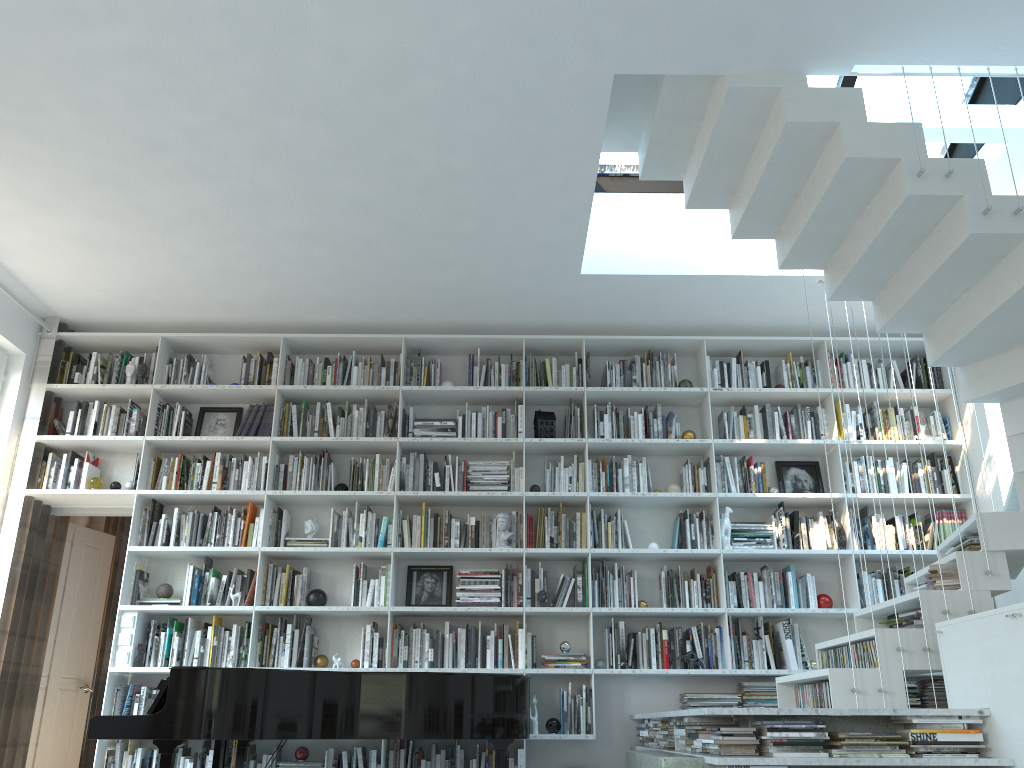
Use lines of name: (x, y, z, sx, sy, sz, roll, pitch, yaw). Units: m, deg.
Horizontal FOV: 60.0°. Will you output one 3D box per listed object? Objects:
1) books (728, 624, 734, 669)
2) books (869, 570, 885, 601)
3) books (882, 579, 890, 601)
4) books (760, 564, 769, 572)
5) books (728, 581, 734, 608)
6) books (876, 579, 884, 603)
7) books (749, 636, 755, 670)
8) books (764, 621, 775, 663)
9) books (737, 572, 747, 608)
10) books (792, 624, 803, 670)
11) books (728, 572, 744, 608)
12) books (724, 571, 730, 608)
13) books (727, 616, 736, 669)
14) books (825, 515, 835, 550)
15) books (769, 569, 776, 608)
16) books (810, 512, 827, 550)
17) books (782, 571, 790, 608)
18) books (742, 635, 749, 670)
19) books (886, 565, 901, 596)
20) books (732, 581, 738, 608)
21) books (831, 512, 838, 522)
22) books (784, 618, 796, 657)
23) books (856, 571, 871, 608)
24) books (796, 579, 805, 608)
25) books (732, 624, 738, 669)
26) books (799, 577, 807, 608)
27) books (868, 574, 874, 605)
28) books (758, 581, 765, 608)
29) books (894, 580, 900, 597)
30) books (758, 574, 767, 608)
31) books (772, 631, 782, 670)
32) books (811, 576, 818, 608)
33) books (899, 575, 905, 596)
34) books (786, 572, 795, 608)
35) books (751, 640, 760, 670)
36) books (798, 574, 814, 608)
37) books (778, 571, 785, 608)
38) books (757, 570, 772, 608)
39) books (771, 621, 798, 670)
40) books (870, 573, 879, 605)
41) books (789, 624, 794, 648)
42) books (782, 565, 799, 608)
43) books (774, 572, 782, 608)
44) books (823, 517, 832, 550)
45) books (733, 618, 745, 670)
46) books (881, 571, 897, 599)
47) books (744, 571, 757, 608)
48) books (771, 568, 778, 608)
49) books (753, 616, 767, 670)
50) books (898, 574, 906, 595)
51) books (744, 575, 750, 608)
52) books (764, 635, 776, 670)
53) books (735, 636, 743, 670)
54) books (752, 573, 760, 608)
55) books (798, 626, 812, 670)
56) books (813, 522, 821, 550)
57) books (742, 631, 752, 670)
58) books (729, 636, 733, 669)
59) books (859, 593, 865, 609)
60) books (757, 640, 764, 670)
books: (1.376, 1.683, 5.648, 0.012, 0.285, 0.158, 0, -21, 0)
books: (2.386, 1.358, 5.783, 0.024, 0.266, 0.133, 0, -21, 0)
books: (2.410, 1.383, 5.766, 0.025, 0.207, 0.149, 0, -21, 0)
books: (1.655, 1.333, 5.770, 0.013, 0.298, 0.148, 0, -21, 0)
books: (1.404, 1.384, 5.749, 0.023, 0.185, 0.160, 0, -21, 0)
books: (2.359, 1.381, 5.754, 0.029, 0.200, 0.173, 0, -21, 0)
books: (1.506, 1.718, 5.634, 0.025, 0.209, 0.138, 0, -21, 0)
books: (1.645, 1.680, 5.663, 0.010, 0.303, 0.132, 0, -21, 0)
books: (1.489, 1.358, 5.765, 0.024, 0.246, 0.144, 0, -21, 0)
books: (1.796, 1.679, 5.637, 0.025, 0.286, 0.160, 0, -21, 0)
books: (1.453, 1.356, 5.754, 0.047, 0.243, 0.178, 0, -21, 0)
books: (1.387, 1.357, 5.771, 0.012, 0.253, 0.161, 0, -21, 0)
books: (1.389, 1.657, 5.653, 0.014, 0.336, 0.132, 0, -21, 0)
books: (2.098, 1.016, 5.899, 0.024, 0.254, 0.145, 0, -21, 0)
books: (1.667, 1.344, 5.747, 0.012, 0.261, 0.187, 0, -21, 0)
books: (2.034, 1.002, 5.886, 0.021, 0.270, 0.192, 0, -21, 0)
books: (1.767, 1.359, 5.774, 0.012, 0.253, 0.161, 0, -21, 0)
books: (1.468, 1.716, 5.634, 0.023, 0.213, 0.164, 0, -21, 0)
books: (2.498, 1.342, 5.784, 0.013, 0.295, 0.142, 0, -21, 0)
books: (1.426, 1.385, 5.746, 0.022, 0.183, 0.163, 0, -21, 0)
books: (2.174, 1.008, 5.919, 0.029, 0.282, 0.139, 0, -21, 0)
books: (1.777, 1.669, 5.664, 0.012, 0.324, 0.137, 0, -21, 0)
books: (2.274, 1.356, 5.758, 0.024, 0.251, 0.176, 0, -21, 0)
books: (1.847, 1.378, 5.748, 0.030, 0.200, 0.190, 0, -21, 0)
books: (1.404, 1.682, 5.647, 0.015, 0.285, 0.138, 0, -21, 0)
books: (1.880, 1.375, 5.766, 0.037, 0.218, 0.140, 0, -21, 0)
books: (2.304, 1.366, 5.763, 0.037, 0.235, 0.153, 0, -21, 0)
books: (1.594, 1.384, 5.741, 0.027, 0.181, 0.187, 0, -21, 0)
books: (2.478, 1.387, 5.767, 0.027, 0.200, 0.164, 0, -21, 0)
books: (1.614, 1.366, 5.759, 0.012, 0.228, 0.180, 0, -21, 0)
books: (1.665, 1.703, 5.635, 0.031, 0.238, 0.172, 0, -21, 0)
books: (1.937, 1.371, 5.760, 0.027, 0.222, 0.170, 0, -21, 0)
books: (2.512, 1.371, 5.767, 0.014, 0.229, 0.173, 0, -21, 0)
books: (1.784, 1.355, 5.749, 0.023, 0.243, 0.190, 0, -21, 0)
books: (1.534, 1.729, 5.631, 0.030, 0.187, 0.140, 0, -21, 0)
books: (1.911, 1.364, 5.761, 0.025, 0.234, 0.182, 0, -21, 0)
books: (1.728, 1.352, 5.749, 0.014, 0.248, 0.178, 0, -21, 0)
books: (1.634, 1.346, 5.742, 0.028, 0.254, 0.192, 0, -21, 0)
books: (1.718, 1.664, 5.604, 0.075, 0.290, 0.256, 0, -21, 0)
books: (2.334, 1.364, 5.765, 0.022, 0.241, 0.152, 0, -21, 0)
books: (1.765, 1.686, 5.652, 0.012, 0.284, 0.160, 0, -21, 0)
books: (1.809, 1.335, 5.761, 0.026, 0.289, 0.182, 0, -21, 0)
books: (1.708, 1.360, 5.767, 0.026, 0.245, 0.166, 0, -21, 0)
books: (2.065, 1.018, 5.883, 0.041, 0.238, 0.177, 0, -21, 0)
books: (1.450, 1.667, 5.664, 0.013, 0.325, 0.131, 0, -21, 0)
books: (2.437, 1.355, 5.749, 0.027, 0.247, 0.185, 0, -21, 0)
books: (1.532, 1.353, 5.749, 0.045, 0.245, 0.186, 0, -21, 0)
books: (1.689, 1.347, 5.768, 0.011, 0.271, 0.152, 0, -21, 0)
books: (1.581, 1.658, 5.648, 0.014, 0.332, 0.169, 0, -21, 0)
books: (2.532, 1.372, 5.784, 0.027, 0.241, 0.132, 0, -21, 0)
books: (1.506, 1.365, 5.750, 0.011, 0.222, 0.163, 0, -21, 0)
books: (1.614, 1.712, 5.627, 0.052, 0.216, 0.185, 0, -21, 0)
books: (1.427, 1.720, 5.645, 0.033, 0.212, 0.140, 0, -21, 0)
books: (1.568, 1.362, 5.762, 0.026, 0.238, 0.178, 0, -21, 0)
books: (1.840, 1.689, 5.644, 0.062, 0.273, 0.148, 0, -21, 0)
books: (2.011, 1.037, 5.898, 0.025, 0.212, 0.156, 0, -21, 0)
books: (1.487, 1.699, 5.629, 0.015, 0.242, 0.157, 0, -21, 0)
books: (1.356, 1.712, 5.616, 0.027, 0.207, 0.164, 0, -21, 0)
books: (2.219, 1.350, 5.776, 0.085, 0.277, 0.160, 0, -21, 0)
books: (1.561, 1.728, 5.624, 0.024, 0.184, 0.150, 0, -21, 0)
